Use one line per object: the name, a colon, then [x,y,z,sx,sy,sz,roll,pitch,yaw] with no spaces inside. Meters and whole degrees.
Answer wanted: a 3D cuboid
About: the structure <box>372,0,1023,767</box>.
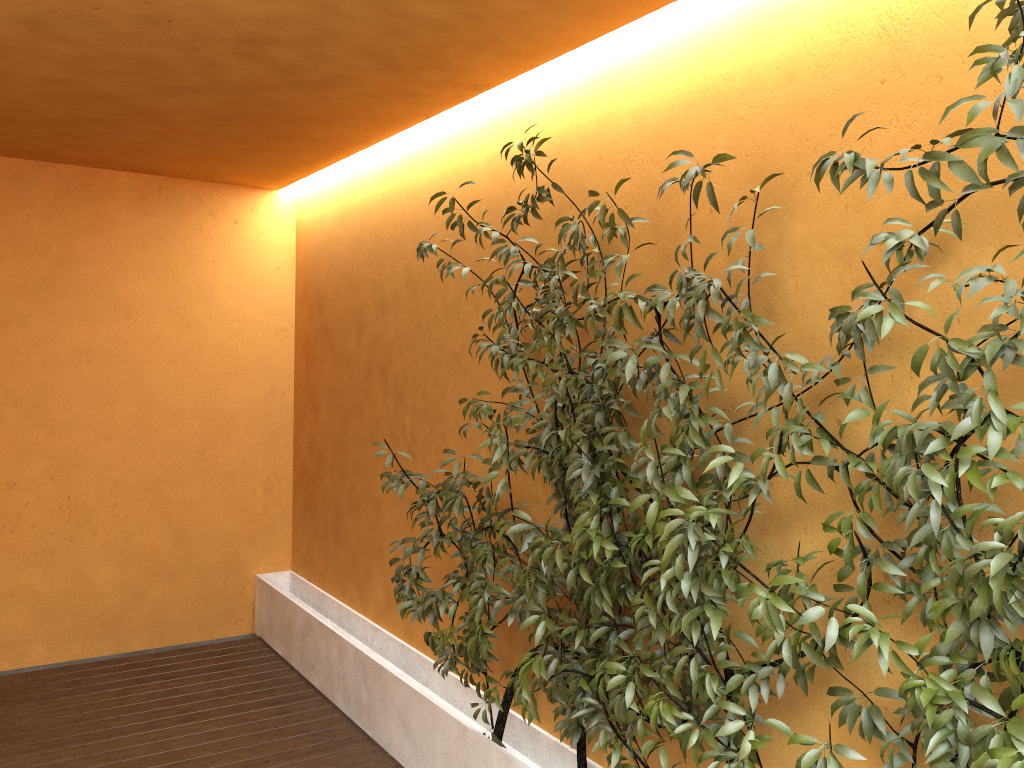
structure: [0.447,0.306,2.526,0.622,2.483,3.166,0,2,-34]
